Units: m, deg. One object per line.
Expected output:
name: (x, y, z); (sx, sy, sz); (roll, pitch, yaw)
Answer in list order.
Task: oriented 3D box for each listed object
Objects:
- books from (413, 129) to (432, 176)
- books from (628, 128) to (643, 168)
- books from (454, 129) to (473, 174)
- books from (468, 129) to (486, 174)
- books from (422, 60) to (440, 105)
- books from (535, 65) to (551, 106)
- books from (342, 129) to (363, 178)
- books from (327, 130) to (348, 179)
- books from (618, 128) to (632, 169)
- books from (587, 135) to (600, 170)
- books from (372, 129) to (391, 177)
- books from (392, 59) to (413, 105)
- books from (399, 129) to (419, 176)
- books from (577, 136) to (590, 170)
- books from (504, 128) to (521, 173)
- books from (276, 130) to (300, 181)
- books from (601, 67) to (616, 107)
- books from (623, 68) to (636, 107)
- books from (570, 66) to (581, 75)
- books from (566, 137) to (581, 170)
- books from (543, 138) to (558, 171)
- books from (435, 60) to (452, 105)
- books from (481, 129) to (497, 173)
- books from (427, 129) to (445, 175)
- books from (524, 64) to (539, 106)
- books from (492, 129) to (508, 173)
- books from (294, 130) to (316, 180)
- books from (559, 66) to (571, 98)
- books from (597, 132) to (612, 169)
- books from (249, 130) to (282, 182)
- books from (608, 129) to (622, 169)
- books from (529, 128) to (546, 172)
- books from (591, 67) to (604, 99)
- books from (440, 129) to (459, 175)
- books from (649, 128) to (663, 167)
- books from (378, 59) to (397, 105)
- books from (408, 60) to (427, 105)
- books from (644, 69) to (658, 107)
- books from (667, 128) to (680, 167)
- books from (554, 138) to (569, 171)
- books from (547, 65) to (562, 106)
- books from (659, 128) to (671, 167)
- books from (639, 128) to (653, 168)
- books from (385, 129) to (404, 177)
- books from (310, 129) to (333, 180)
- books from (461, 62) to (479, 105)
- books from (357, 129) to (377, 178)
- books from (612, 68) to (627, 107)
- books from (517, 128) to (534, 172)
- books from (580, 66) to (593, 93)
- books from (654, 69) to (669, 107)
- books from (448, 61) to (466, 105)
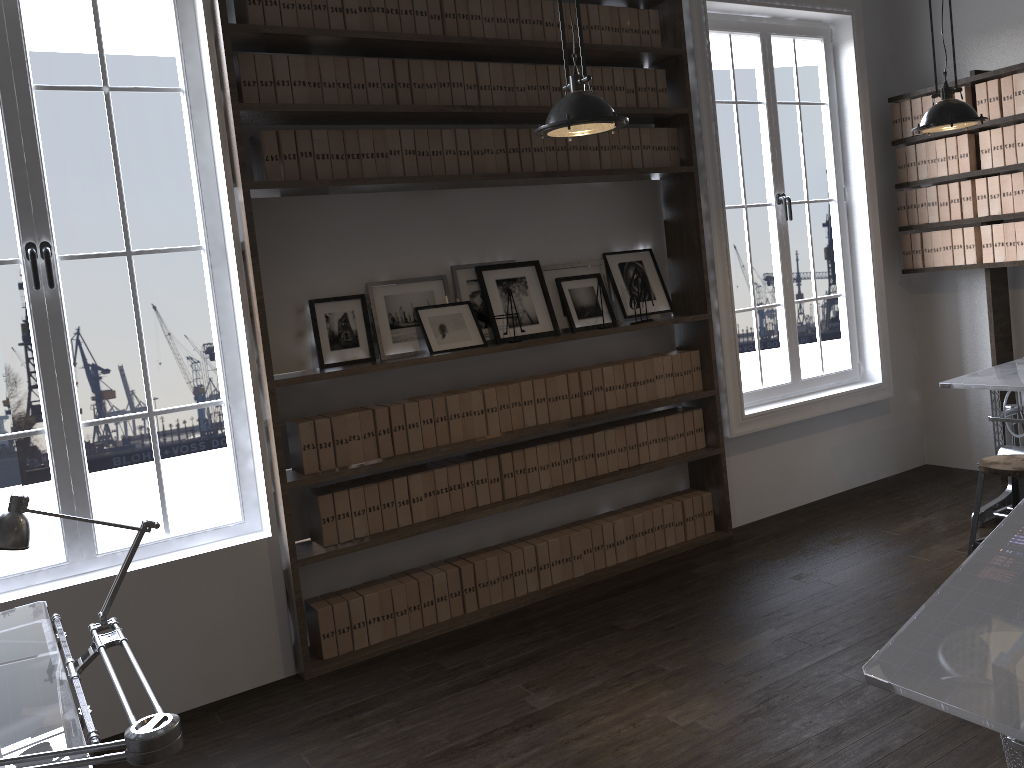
books: (-0.450, -1.054, 4.114); (0.067, 0.225, 0.174); (-9, 5, -31)
books: (0.612, -1.247, 4.763); (0.067, 0.225, 0.174); (-9, 5, -31)
books: (-0.268, -1.087, 4.220); (0.067, 0.225, 0.174); (-9, 5, -31)
books: (-0.206, -1.098, 4.257); (0.067, 0.225, 0.174); (-9, 5, -31)
books: (-0.415, -1.375, 4.135); (0.067, 0.225, 0.174); (-9, 5, -31)
books: (0.112, -1.471, 4.460); (0.067, 0.225, 0.174); (-9, 5, -31)
books: (-0.737, -1.002, 3.939); (0.067, 0.225, 0.174); (-9, 5, -31)
books: (-0.797, -0.991, 3.902); (0.067, 0.225, 0.174); (-9, 5, -31)
books: (0.551, -1.237, 4.731); (0.067, 0.225, 0.174); (-9, 5, -31)
books: (0.373, -1.204, 4.617); (0.067, 0.225, 0.174); (-9, 5, -31)
books: (-0.623, -1.022, 4.007); (0.067, 0.225, 0.174); (-9, 5, -31)
books: (-0.531, -1.353, 4.060); (0.067, 0.225, 0.174); (-9, 5, -31)
books: (-0.507, -1.043, 4.075); (0.067, 0.225, 0.174); (-9, 5, -31)
books: (0.319, -1.194, 4.586); (0.067, 0.225, 0.174); (-9, 5, -31)
books: (-0.036, -1.129, 4.364); (0.067, 0.225, 0.174); (-9, 5, -31)
books: (-0.978, -0.957, 3.785); (0.067, 0.225, 0.174); (-9, 5, -31)
books: (0.459, -1.534, 4.674); (0.067, 0.225, 0.174); (-9, 5, -31)
books: (0.579, -1.556, 4.748); (0.067, 0.225, 0.174); (-9, 5, -31)
books: (0.286, -1.503, 4.566); (0.067, 0.225, 0.174); (-9, 5, -31)
books: (0.265, -1.184, 4.547); (0.067, 0.225, 0.174); (-9, 5, -31)
books: (0.145, -1.163, 4.480); (0.067, 0.225, 0.174); (-9, 5, -31)
books: (-0.359, -1.384, 4.164); (0.067, 0.225, 0.174); (-9, 5, -31)
books: (-0.155, -1.108, 4.294); (0.067, 0.225, 0.174); (-9, 5, -31)
books: (-0.392, -1.065, 4.152); (0.067, 0.225, 0.174); (-9, 5, -31)
books: (0.052, -1.460, 4.425); (0.067, 0.225, 0.174); (-9, 5, -31)
books: (-0.101, -1.118, 4.330); (0.067, 0.225, 0.174); (-9, 5, -31)
books: (-0.918, -0.969, 3.829); (0.067, 0.225, 0.174); (-9, 5, -31)
books: (0.234, -1.493, 4.532); (0.067, 0.225, 0.174); (-9, 5, -31)
books: (0.435, -1.215, 4.653); (0.067, 0.225, 0.174); (-9, 5, -31)
books: (-1.044, -0.946, 3.752); (0.067, 0.225, 0.174); (-9, 5, -31)
books: (0.493, -1.226, 4.693); (0.067, 0.225, 0.174); (-9, 5, -31)
books: (0.087, -1.152, 4.440); (0.067, 0.225, 0.174); (-9, 5, -31)
books: (0.399, -1.523, 4.637); (0.067, 0.225, 0.174); (-9, 5, -31)
books: (-0.331, -1.075, 4.185); (0.067, 0.225, 0.174); (-9, 5, -31)
books: (0.731, -1.268, 4.832); (0.067, 0.225, 0.174); (-9, 5, -31)
books: (-0.598, -1.342, 4.026); (0.067, 0.225, 0.174); (-9, 5, -31)
books: (-0.472, -1.365, 4.103); (0.067, 0.225, 0.174); (-9, 5, -31)
books: (0.705, -1.579, 4.825); (0.067, 0.225, 0.174); (-9, 5, -31)
books: (0.841, -1.289, 4.906); (0.067, 0.225, 0.174); (-9, 5, -31)
books: (0.205, -1.174, 4.517); (0.067, 0.225, 0.174); (-9, 5, -31)
books: (0.174, -1.482, 4.493); (0.067, 0.225, 0.174); (-9, 5, -31)
books: (0.782, -1.279, 4.869); (0.067, 0.225, 0.174); (-9, 5, -31)
books: (0.675, -1.258, 4.798); (0.067, 0.225, 0.174); (-9, 5, -31)
books: (-0.569, -1.032, 4.039); (0.067, 0.225, 0.174); (-9, 5, -31)
books: (-0.855, -0.980, 3.862); (0.067, 0.225, 0.174); (-9, 5, -31)
books: (-0.239, -1.407, 4.242); (0.067, 0.225, 0.174); (-9, 5, -31)
books: (-0.677, -1.012, 3.969); (0.067, 0.225, 0.174); (-9, 5, -31)
books: (0.521, -1.545, 4.707); (0.067, 0.225, 0.174); (-9, 5, -31)
books: (0.025, -1.141, 4.407); (0.067, 0.225, 0.174); (-9, 5, -31)
books: (0.345, -1.513, 4.597); (0.067, 0.225, 0.174); (-9, 5, -31)
books: (0.770, -1.591, 4.863); (0.067, 0.225, 0.174); (-9, 5, -31)
books: (-0.298, -1.395, 4.202); (0.067, 0.225, 0.174); (-9, 5, -31)
